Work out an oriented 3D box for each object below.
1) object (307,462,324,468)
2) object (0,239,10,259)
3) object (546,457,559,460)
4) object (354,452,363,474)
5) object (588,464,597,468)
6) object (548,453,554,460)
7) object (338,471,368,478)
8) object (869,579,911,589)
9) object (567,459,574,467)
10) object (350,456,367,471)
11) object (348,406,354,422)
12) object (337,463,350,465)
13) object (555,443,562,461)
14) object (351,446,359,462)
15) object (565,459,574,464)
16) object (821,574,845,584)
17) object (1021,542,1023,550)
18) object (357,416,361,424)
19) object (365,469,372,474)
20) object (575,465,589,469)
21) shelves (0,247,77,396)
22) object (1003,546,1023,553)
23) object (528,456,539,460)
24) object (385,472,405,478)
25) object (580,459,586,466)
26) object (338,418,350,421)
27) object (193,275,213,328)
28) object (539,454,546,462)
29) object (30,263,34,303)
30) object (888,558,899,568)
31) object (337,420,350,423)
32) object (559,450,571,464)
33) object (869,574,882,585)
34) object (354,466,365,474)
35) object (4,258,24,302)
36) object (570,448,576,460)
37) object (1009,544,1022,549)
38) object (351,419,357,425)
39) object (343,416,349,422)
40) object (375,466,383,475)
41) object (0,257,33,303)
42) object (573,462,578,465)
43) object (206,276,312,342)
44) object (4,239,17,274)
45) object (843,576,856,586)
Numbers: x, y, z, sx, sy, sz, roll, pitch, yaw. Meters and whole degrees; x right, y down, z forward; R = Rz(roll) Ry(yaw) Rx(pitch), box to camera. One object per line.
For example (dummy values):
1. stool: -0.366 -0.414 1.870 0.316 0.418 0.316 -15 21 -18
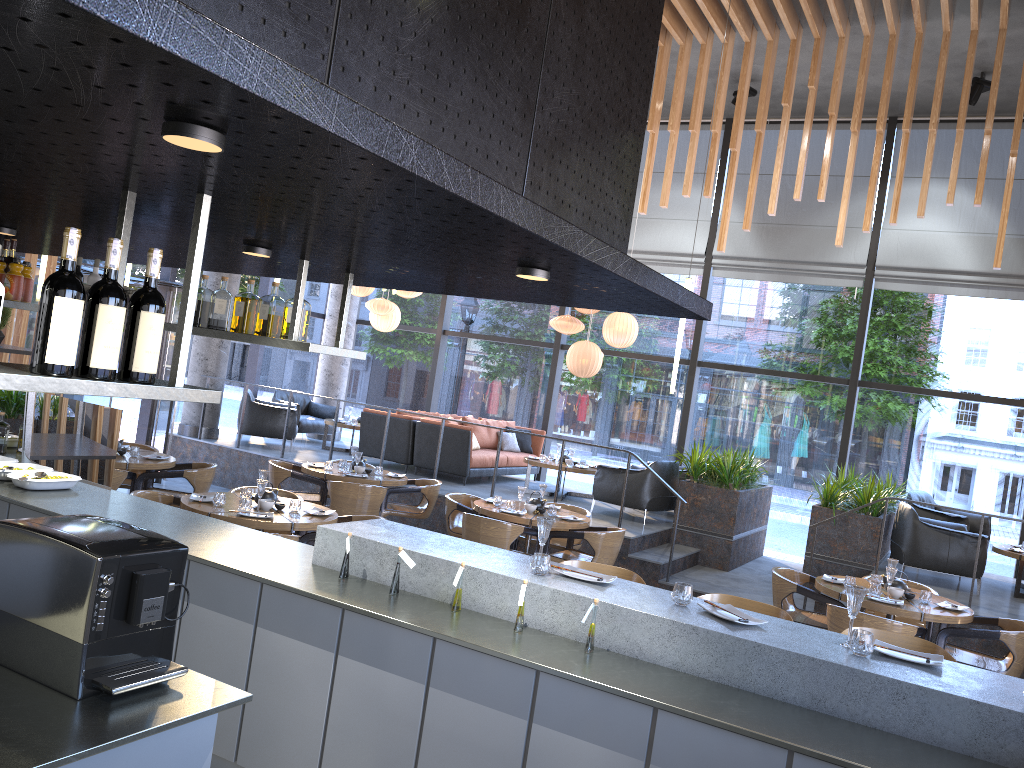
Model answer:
1. object: -2.011 0.836 9.088 0.170 0.025 0.294 8 0 -14
2. object: -3.053 -0.693 5.317 0.105 0.380 0.105 8 0 3
3. object: 0.562 1.003 11.915 0.294 0.025 0.170 8 0 -26
4. object: -1.561 0.800 8.942 0.082 0.227 0.082 8 0 -42
5. object: 1.076 1.080 11.575 0.170 0.025 0.294 8 0 8
6. object: 0.516 0.965 11.731 0.086 0.086 0.086 8 0 -25
7. object: -1.578 0.901 8.793 0.294 0.025 0.170 8 0 -14
8. object: 2.967 1.578 6.984 0.294 0.025 0.170 8 0 13
9. object: 0.734 0.997 11.170 0.086 0.086 0.086 8 0 32
10. object: -1.599 0.819 9.241 0.163 0.179 0.168 8 0 -6
11. object: -2.428 0.454 13.278 0.082 0.227 0.082 8 0 -24
12. object: -1.740 0.876 9.564 0.294 0.025 0.170 8 0 -26
13. object: 0.615 0.908 11.786 0.082 0.227 0.082 8 0 10
14. object: -1.687 0.781 9.435 0.082 0.227 0.082 8 0 10
15. object: 0.738 1.009 11.450 0.116 0.065 0.116 8 0 -32
16. object: 2.461 1.503 6.786 0.170 0.025 0.294 8 0 25
17. object: 5.311 1.680 9.163 0.086 0.086 0.086 8 0 -25
18. object: -2.230 0.508 13.207 0.168 0.179 0.163 8 0 38
19. object: -1.485 0.906 9.172 0.080 0.042 0.080 8 0 13
20. object: 0.878 1.050 11.196 0.170 0.025 0.294 8 0 8
21. shelves: -5.148 -1.733 4.630 1.247 5.690 5.494 8 0 38
22. object: 5.086 1.677 8.941 0.170 0.025 0.294 8 0 8
23. object: 0.290 0.963 11.510 0.170 0.025 0.294 8 0 8
24. object: -1.226 0.953 9.224 0.170 0.025 0.294 8 0 8
25. object: 0.925 1.026 11.535 0.086 0.086 0.086 8 0 32
26. object: -2.560 0.538 13.341 0.170 0.025 0.294 8 0 18
27. object: -1.600 -0.425 4.574 0.105 0.274 0.105 8 0 28
28. object: 0.395 0.947 11.351 0.086 0.086 0.086 8 0 32
29. object: -2.936 -0.608 5.346 0.096 0.246 0.096 8 0 -17
30. object: 2.932 1.470 6.860 0.082 0.227 0.082 8 0 -41
31. object: -2.466 0.551 12.861 0.170 0.025 0.294 8 0 -37
32. object: 0.704 0.946 11.592 0.163 0.179 0.168 8 0 -6
33. object: 2.818 1.525 6.874 0.086 0.086 0.086 8 0 10
34. object: -1.565 0.882 9.099 0.116 0.065 0.116 8 0 -4
35. object: -2.839 -0.593 5.058 0.096 0.246 0.096 8 0 -17
36. object: 0.757 0.929 11.254 0.082 0.227 0.082 8 0 -19
37. object: 5.357 1.718 9.346 0.294 0.025 0.170 8 0 -26
38. object: -2.280 0.548 12.821 0.086 0.086 0.086 8 0 -13
39. object: -2.462 0.521 13.175 0.086 0.086 0.086 8 0 20
40. object: -1.378 0.899 9.184 0.086 0.086 0.086 8 0 36
41. object: -2.920 -0.605 5.164 0.235 0.246 0.096 8 0 -42
42. object: 0.818 1.032 11.523 0.080 0.042 0.080 8 0 13
43. object: -1.253 -0.374 4.377 0.630 0.274 0.139 8 0 26
44. object: -2.965 -0.680 5.237 0.105 0.380 0.105 8 0 -32
45. object: 2.516 1.480 6.605 0.086 0.086 0.086 8 0 -37
